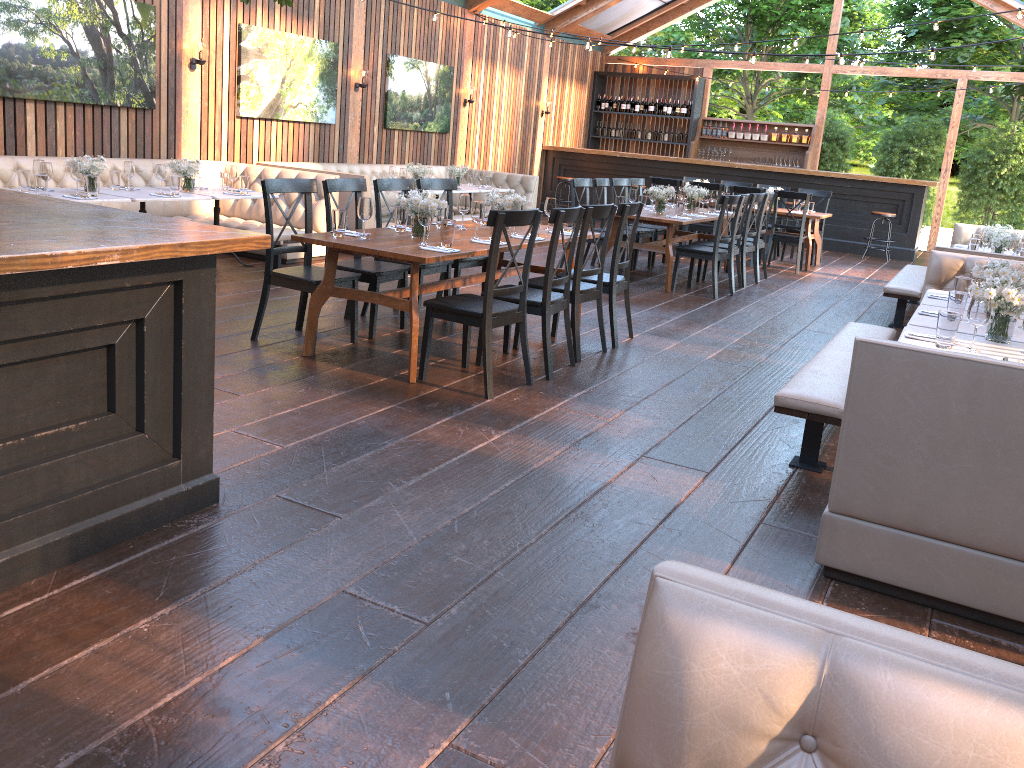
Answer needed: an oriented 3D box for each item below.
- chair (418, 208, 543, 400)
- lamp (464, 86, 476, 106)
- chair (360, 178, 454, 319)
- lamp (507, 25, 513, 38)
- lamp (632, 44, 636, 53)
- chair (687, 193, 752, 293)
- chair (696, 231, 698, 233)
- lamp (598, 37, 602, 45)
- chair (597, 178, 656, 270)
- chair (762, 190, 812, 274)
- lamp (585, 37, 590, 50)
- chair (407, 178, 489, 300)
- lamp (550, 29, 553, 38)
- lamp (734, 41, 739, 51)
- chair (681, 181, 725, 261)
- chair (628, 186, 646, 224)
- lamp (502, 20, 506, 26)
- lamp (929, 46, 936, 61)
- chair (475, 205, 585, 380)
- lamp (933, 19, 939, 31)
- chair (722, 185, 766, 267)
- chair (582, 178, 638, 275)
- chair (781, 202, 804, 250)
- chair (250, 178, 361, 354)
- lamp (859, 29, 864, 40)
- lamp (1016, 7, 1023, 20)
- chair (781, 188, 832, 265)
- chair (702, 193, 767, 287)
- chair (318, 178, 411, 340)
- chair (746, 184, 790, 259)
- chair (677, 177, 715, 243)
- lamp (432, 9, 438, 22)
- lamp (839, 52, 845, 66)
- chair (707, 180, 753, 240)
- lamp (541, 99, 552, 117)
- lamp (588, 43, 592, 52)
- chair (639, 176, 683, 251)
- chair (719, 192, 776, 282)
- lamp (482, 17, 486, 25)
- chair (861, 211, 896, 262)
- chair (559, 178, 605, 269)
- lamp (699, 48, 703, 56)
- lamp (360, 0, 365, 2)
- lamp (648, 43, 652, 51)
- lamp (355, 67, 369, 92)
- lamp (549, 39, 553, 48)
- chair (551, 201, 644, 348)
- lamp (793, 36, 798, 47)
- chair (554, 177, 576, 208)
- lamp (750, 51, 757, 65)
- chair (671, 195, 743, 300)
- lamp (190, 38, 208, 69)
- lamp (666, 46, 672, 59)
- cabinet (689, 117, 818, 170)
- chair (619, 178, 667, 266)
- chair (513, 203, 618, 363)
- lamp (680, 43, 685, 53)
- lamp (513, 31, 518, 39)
[{"bbox_3d":[-0.171,-0.504,5.023,0.543,1.006,0.481,13,15,31],"label":"chair"},{"bbox_3d":[-0.657,-4.546,13.978,0.179,0.316,0.147,12,14,26],"label":"lamp"},{"bbox_3d":[-0.750,-0.990,6.565,0.542,1.006,0.482,12,14,26],"label":"chair"},{"bbox_3d":[-0.022,-3.362,8.438,0.056,0.119,0.057,8,13,14],"label":"lamp"},{"bbox_3d":[1.595,-4.386,11.560,0.056,0.118,0.060,7,13,7],"label":"lamp"},{"bbox_3d":[2.228,-1.543,9.475,0.542,1.006,0.482,11,14,23],"label":"chair"},{"bbox_3d":[3.359,-2.873,15.072,0.468,0.725,0.474,6,13,3],"label":"chair"},{"bbox_3d":[1.332,-5.196,13.409,0.056,0.118,0.060,1,14,-19],"label":"lamp"},{"bbox_3d":[1.399,-1.908,10.507,0.543,1.006,0.481,13,15,31],"label":"chair"},{"bbox_3d":[3.599,-1.996,11.519,0.479,1.006,0.545,10,14,22],"label":"chair"},{"bbox_3d":[0.711,-3.192,8.296,0.056,0.119,0.057,-7,18,-42],"label":"lamp"},{"bbox_3d":[-0.485,-1.103,7.052,0.543,1.006,0.481,13,15,31],"label":"chair"},{"bbox_3d":[0.610,-5.368,13.552,0.061,0.117,0.057,17,17,42],"label":"lamp"},{"bbox_3d":[2.670,-4.015,10.517,0.057,0.118,0.057,10,14,20],"label":"lamp"},{"bbox_3d":[2.617,-2.226,12.022,0.479,1.006,0.545,10,14,22],"label":"chair"},{"bbox_3d":[2.160,-3.153,15.686,0.468,0.725,0.474,8,13,10],"label":"chair"},{"bbox_3d":[-0.122,-5.565,13.660,0.056,0.119,0.057,3,13,-11],"label":"lamp"},{"bbox_3d":[3.705,-2.907,7.784,0.056,0.119,0.057,11,14,24],"label":"lamp"},{"bbox_3d":[0.126,-0.610,5.493,0.542,1.006,0.482,10,14,22],"label":"chair"},{"bbox_3d":[4.276,-3.623,8.926,0.056,0.113,0.076,1,14,-17],"label":"lamp"},{"bbox_3d":[3.109,-2.111,11.770,0.480,1.006,0.544,12,15,26],"label":"chair"},{"bbox_3d":[1.134,-1.795,10.020,0.542,1.006,0.482,10,14,22],"label":"chair"},{"bbox_3d":[4.557,-2.592,14.458,0.469,0.725,0.473,-5,17,-38],"label":"chair"},{"bbox_3d":[-1.281,-0.763,5.591,0.542,1.006,0.482,12,14,26],"label":"chair"},{"bbox_3d":[3.751,-3.743,9.478,0.056,0.119,0.057,6,13,3],"label":"lamp"},{"bbox_3d":[4.825,-3.518,8.398,0.057,0.113,0.076,11,15,25],"label":"lamp"},{"bbox_3d":[4.196,-2.251,12.614,0.480,1.006,0.544,13,15,31],"label":"chair"},{"bbox_3d":[2.510,-1.649,9.939,0.543,1.006,0.481,13,15,32],"label":"chair"},{"bbox_3d":[-1.015,-0.877,6.078,0.542,1.006,0.482,10,14,22],"label":"chair"},{"bbox_3d":[3.706,-2.366,12.865,0.479,1.006,0.545,10,14,22],"label":"chair"},{"bbox_3d":[2.724,-2.596,13.368,0.479,1.006,0.545,10,14,22],"label":"chair"},{"bbox_3d":[-0.748,-3.568,8.565,0.056,0.119,0.057,-4,16,-34],"label":"lamp"},{"bbox_3d":[2.955,-2.909,7.911,0.056,0.118,0.057,2,13,-12],"label":"lamp"},{"bbox_3d":[3.215,-2.481,13.117,0.480,1.006,0.544,12,15,26],"label":"chair"},{"bbox_3d":[0.651,-5.105,16.376,0.179,0.316,0.147,12,14,26],"label":"lamp"},{"bbox_3d":[1.075,-4.600,12.088,0.056,0.119,0.057,-2,15,-28],"label":"lamp"},{"bbox_3d":[2.126,-2.341,12.273,0.480,1.006,0.544,12,15,26],"label":"chair"},{"bbox_3d":[2.770,-1.763,10.428,0.542,1.006,0.482,12,14,26],"label":"chair"},{"bbox_3d":[-0.429,-5.563,13.576,0.056,0.116,0.066,2,13,-12],"label":"lamp"},{"bbox_3d":[5.756,-2.312,13.844,0.469,0.725,0.473,9,14,14],"label":"chair"},{"bbox_3d":[0.869,-1.681,9.533,0.542,1.006,0.482,12,14,26],"label":"chair"},{"bbox_3d":[2.809,-4.930,13.142,0.056,0.118,0.057,1,13,-16],"label":"lamp"},{"bbox_3d":[-1.463,-3.813,8.686,0.056,0.114,0.072,-6,17,-39],"label":"lamp"},{"bbox_3d":[2.069,-5.053,13.276,0.056,0.118,0.057,2,13,-13],"label":"lamp"},{"bbox_3d":[-1.960,-3.990,11.588,0.179,0.316,0.147,12,14,26],"label":"lamp"},{"bbox_3d":[0.553,-4.854,12.602,0.057,0.119,0.056,17,17,42],"label":"lamp"},{"bbox_3d":[0.635,-0.842,6.478,0.542,1.006,0.482,10,14,22],"label":"chair"},{"bbox_3d":[3.206,-3.869,9.995,0.057,0.119,0.056,16,17,40],"label":"lamp"},{"bbox_3d":[0.961,-3.433,16.300,0.471,0.725,0.471,14,16,33],"label":"chair"},{"bbox_3d":[2.200,-2.967,8.045,0.056,0.119,0.057,11,14,25],"label":"lamp"},{"bbox_3d":[1.984,-1.423,8.969,0.543,1.006,0.481,14,16,34],"label":"chair"},{"bbox_3d":[-3.255,-3.436,9.213,0.179,0.316,0.147,12,14,26],"label":"lamp"},{"bbox_3d":[1.453,-3.066,8.182,0.057,0.118,0.057,13,15,32],"label":"lamp"},{"bbox_3d":[4.575,-4.059,17.196,2.287,2.064,0.498,12,14,27],"label":"cabinet"},{"bbox_3d":[1.665,-2.022,10.994,0.542,1.006,0.482,12,14,26],"label":"chair"},{"bbox_3d":[0.370,-0.728,5.992,0.543,1.006,0.481,13,15,29],"label":"chair"},{"bbox_3d":[2.130,-4.191,11.048,0.056,0.119,0.057,4,13,-4],"label":"lamp"},{"bbox_3d":[0.044,-5.171,13.093,0.066,0.116,0.057,-3,15,-33],"label":"lamp"}]
